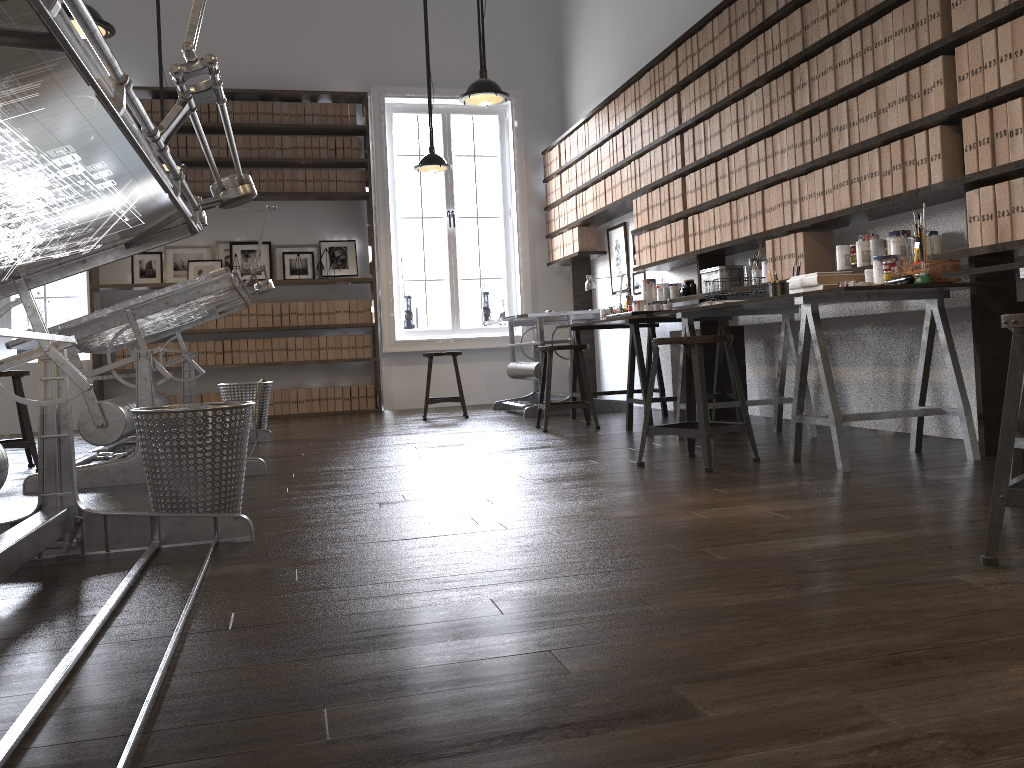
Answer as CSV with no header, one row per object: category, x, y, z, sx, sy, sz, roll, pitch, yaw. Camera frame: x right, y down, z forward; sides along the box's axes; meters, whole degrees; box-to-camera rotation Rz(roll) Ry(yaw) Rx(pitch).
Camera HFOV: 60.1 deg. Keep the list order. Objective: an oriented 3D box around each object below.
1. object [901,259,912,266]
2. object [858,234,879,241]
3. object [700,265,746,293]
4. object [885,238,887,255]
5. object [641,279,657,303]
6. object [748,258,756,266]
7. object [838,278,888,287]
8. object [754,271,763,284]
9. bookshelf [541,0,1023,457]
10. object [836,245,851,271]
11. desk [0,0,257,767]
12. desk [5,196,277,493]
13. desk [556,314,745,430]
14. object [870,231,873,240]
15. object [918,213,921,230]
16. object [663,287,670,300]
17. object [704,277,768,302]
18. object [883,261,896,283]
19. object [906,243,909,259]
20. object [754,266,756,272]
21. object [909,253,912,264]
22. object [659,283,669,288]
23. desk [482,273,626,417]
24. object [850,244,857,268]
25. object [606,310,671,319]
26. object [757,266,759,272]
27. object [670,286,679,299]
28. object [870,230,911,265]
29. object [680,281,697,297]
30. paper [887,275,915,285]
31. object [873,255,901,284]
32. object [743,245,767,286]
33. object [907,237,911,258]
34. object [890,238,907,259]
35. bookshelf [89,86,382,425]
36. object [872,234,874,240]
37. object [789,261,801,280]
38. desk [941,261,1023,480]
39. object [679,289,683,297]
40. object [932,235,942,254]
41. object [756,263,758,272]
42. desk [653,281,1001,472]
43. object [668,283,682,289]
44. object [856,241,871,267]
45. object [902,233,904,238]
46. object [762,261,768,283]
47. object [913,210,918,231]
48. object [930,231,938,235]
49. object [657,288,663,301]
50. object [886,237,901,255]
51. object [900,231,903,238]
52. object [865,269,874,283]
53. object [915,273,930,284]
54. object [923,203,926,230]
object,1.592,-0.442,3.610,0.094,0.128,0.095,-3,0,-18
object,1.651,-0.606,4.093,0.094,0.162,0.095,-3,0,-18
object,1.300,-0.639,5.454,0.193,0.152,0.317,-3,1,-15
object,1.684,-0.587,3.954,0.045,0.128,0.044,-3,-1,4
object,0.992,-0.669,6.409,0.107,0.177,0.106,-3,0,-12
object,1.441,-0.650,5.249,0.079,0.188,0.078,-2,-1,-35
object,1.340,-0.383,3.409,0.132,0.050,0.197,-4,2,-43
object,1.442,-0.594,4.934,0.181,0.093,0.062,-3,0,0
bookshelf,1.665,-0.623,4.262,0.374,3.207,9.174,-3,2,-14
object,1.546,-0.586,4.130,0.062,0.119,0.062,-3,0,36
desk,-0.978,-0.210,1.535,1.077,1.387,2.068,-3,1,-14
desk,-1.797,-0.285,4.784,1.077,1.387,2.279,-3,1,-14
desk,0.853,-0.081,5.672,0.656,0.670,1.668,-3,2,-14
object,1.643,-0.611,4.014,0.029,0.169,0.004,-3,-1,8
object,1.542,-0.548,3.342,0.008,0.186,0.071,-3,-1,28
object,1.079,-0.623,6.139,0.063,0.093,0.062,-3,0,-28
object,1.183,-0.476,4.687,0.284,0.161,0.203,-3,1,-14
object,1.479,-0.423,3.463,0.049,0.112,0.049,-3,0,-11
object,1.701,-0.561,3.807,0.054,0.081,0.054,-3,0,-24
object,1.363,-0.607,4.942,0.004,0.103,0.035,-2,-1,-18
object,1.541,-0.447,3.436,0.005,0.130,0.040,-2,-1,-16
object,1.090,-0.653,6.327,0.070,0.130,0.070,-3,0,24
desk,0.414,-0.334,7.252,1.071,1.098,1.268,-3,1,-14
object,1.606,-0.590,4.145,0.044,0.128,0.045,-3,-1,-14
object,0.792,-0.418,5.384,0.312,0.033,0.445,-3,2,-14
object,1.381,-0.620,4.950,0.008,0.125,0.041,-2,-1,-25
object,1.116,-0.623,6.084,0.062,0.094,0.062,-3,0,-28
object,1.693,-0.603,3.970,0.205,0.162,0.094,-3,0,-13
object,1.157,-0.626,5.869,0.091,0.109,0.171,-3,1,-14
paper,1.393,-0.377,3.286,0.137,0.038,0.155,-3,2,1
object,1.500,-0.440,3.538,0.104,0.142,0.105,-3,0,-7
object,1.398,-0.690,5.093,0.156,0.272,0.181,-3,0,-30
object,1.699,-0.569,3.722,0.062,0.095,0.063,-3,0,18
object,1.637,-0.567,3.748,0.062,0.096,0.062,-3,0,18
bookshelf,-2.514,-0.817,8.181,2.475,3.726,0.412,-3,-1,-14
object,1.651,-0.612,4.009,0.036,0.149,0.005,-3,-1,9
object,1.392,-0.498,4.358,0.101,0.209,0.101,-3,0,31
desk,1.807,0.006,1.886,0.656,0.670,1.668,-3,2,-14
object,1.163,-0.617,6.157,0.054,0.080,0.054,-3,0,13
object,1.766,-0.572,3.704,0.062,0.096,0.062,-3,0,18
object,1.375,-0.612,4.953,0.004,0.127,0.028,-2,-1,-16
desk,1.284,-0.041,3.961,0.656,0.670,1.668,-3,2,-14
object,1.152,-0.643,6.243,0.094,0.128,0.095,-3,0,16
object,1.584,-0.583,3.990,0.062,0.119,0.062,-3,0,44
object,1.688,-0.592,3.795,0.036,0.119,0.005,-3,-1,-18
object,1.421,-0.607,4.856,0.094,0.128,0.095,-3,0,-7
object,1.539,-0.561,3.360,0.007,0.214,0.055,-3,-1,-7
object,1.786,-0.589,3.814,0.095,0.130,0.094,-3,0,-27
object,1.048,-0.624,6.202,0.062,0.094,0.062,-3,0,-28
object,1.680,-0.584,3.892,0.062,0.119,0.062,-3,0,44
object,1.679,-0.591,3.797,0.029,0.135,0.004,-2,-1,-19
object,1.487,-0.425,3.647,0.062,0.094,0.062,-3,0,36
object,1.481,-0.379,3.194,0.049,0.037,0.049,-3,1,-11
object,1.557,-0.569,3.346,0.020,0.228,0.007,-3,-1,17
